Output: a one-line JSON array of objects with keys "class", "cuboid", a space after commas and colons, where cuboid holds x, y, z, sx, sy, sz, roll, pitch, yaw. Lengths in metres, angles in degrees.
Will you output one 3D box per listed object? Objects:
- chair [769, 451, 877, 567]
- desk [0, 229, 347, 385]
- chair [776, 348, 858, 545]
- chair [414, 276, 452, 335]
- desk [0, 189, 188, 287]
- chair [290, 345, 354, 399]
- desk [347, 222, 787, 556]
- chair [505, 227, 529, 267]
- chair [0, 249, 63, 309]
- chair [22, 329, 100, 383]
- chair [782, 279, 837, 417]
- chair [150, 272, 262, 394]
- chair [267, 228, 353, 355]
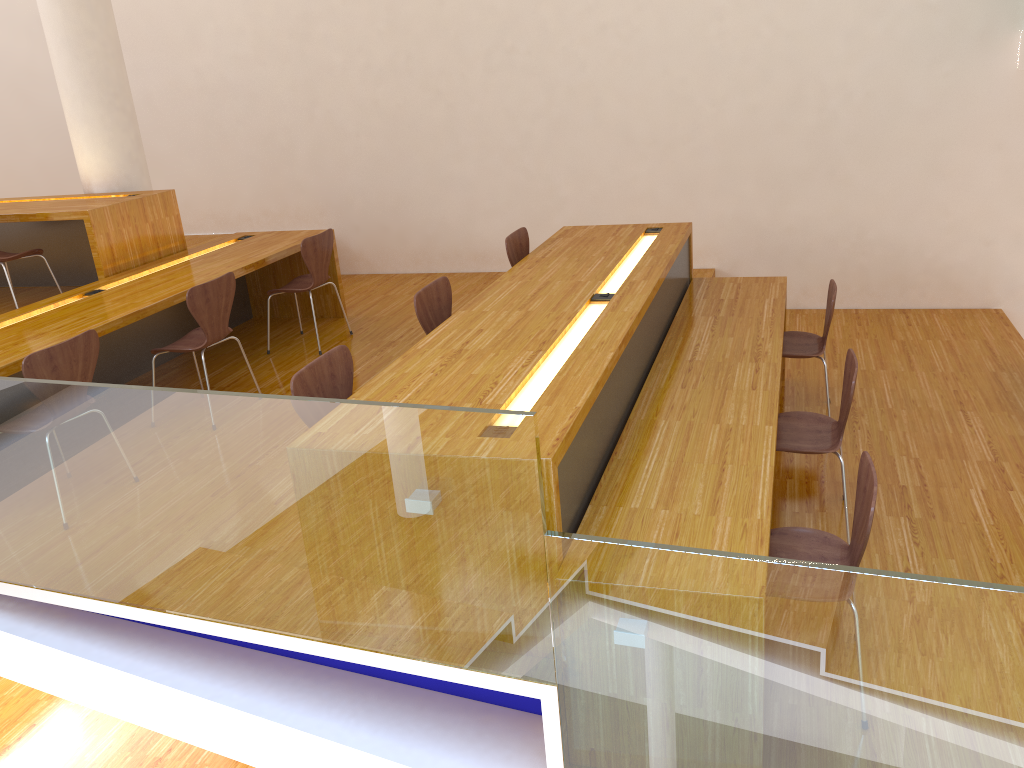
[{"class": "chair", "cuboid": [0.869, 0.574, 2.655, 0.381, 0.693, 0.428, 1, 21, 18]}, {"class": "desk", "cuboid": [-1.994, -0.206, 4.745, 0.760, 0.606, 3.185, 1, 21, 18]}, {"class": "chair", "cuboid": [1.153, 0.235, 3.520, 0.381, 0.693, 0.428, 1, 21, 18]}, {"class": "chair", "cuboid": [-0.154, -0.091, 3.821, 0.381, 0.693, 0.428, 1, 21, 18]}, {"class": "desk", "cuboid": [-3.725, -0.847, 5.833, 3.185, 0.606, 0.760, 1, 21, 18]}, {"class": "chair", "cuboid": [-0.438, 0.249, 2.956, 0.381, 0.693, 0.428, 1, 21, 18]}, {"class": "desk", "cuboid": [0.486, 0.067, 3.824, 1.285, 0.918, 3.236, 1, 21, 18]}, {"class": "chair", "cuboid": [0.210, -0.482, 4.805, 0.381, 0.693, 0.428, 1, 21, 18]}, {"class": "chair", "cuboid": [-2.950, -0.712, 5.153, 0.428, 0.693, 0.381, 1, 21, 18]}, {"class": "chair", "cuboid": [-1.865, 0.156, 3.574, 0.381, 0.693, 0.428, 1, 21, 18]}, {"class": "chair", "cuboid": [1.444, -0.158, 4.527, 0.381, 0.693, 0.428, 1, 21, 18]}, {"class": "chair", "cuboid": [-1.581, -0.184, 4.438, 0.381, 0.693, 0.428, 1, 21, 18]}, {"class": "chair", "cuboid": [-1.290, -0.577, 5.445, 0.381, 0.693, 0.428, 1, 21, 18]}]
